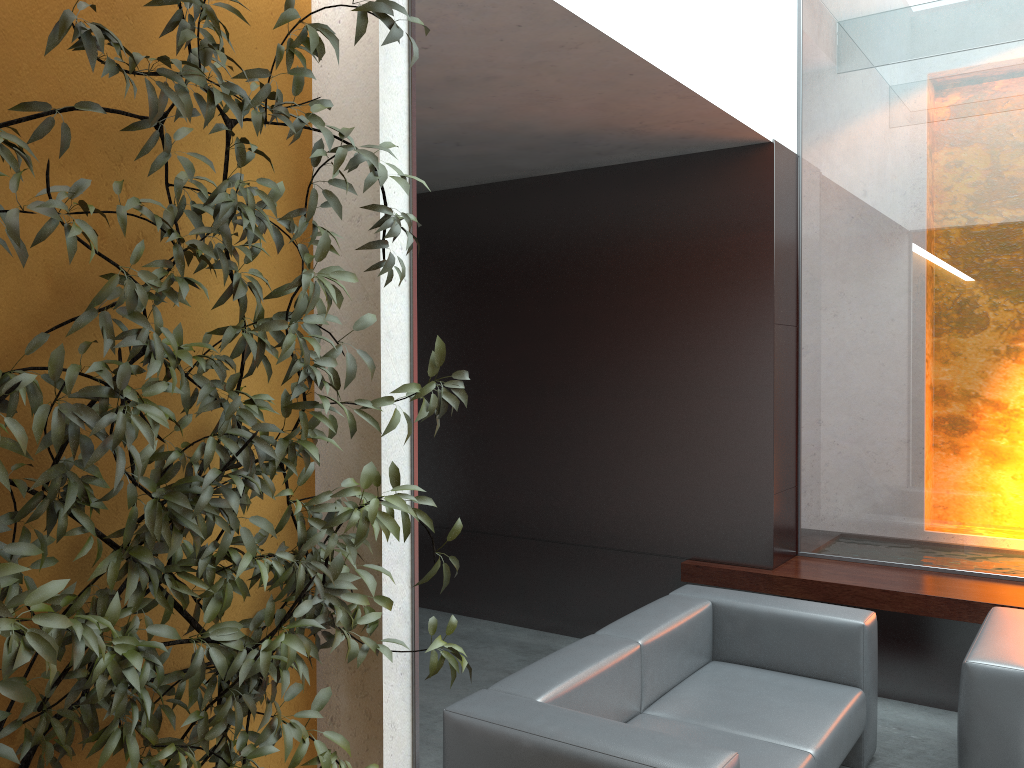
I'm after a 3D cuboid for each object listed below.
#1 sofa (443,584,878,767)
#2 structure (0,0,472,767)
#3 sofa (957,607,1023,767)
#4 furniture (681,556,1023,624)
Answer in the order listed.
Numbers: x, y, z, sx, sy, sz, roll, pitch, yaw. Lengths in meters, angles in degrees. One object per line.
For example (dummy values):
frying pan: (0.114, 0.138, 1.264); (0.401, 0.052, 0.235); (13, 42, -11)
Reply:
sofa: (0.702, 1.336, 3.406); (0.943, 0.652, 2.025); (1, 1, 34)
structure: (-1.164, 0.220, 1.059); (0.622, 2.483, 3.166); (1, 1, 33)
sofa: (3.053, 1.338, 2.903); (2.781, 0.652, 0.943); (1, 1, 34)
furniture: (3.637, 1.120, 3.751); (6.000, 0.109, 0.600); (1, 1, 34)
